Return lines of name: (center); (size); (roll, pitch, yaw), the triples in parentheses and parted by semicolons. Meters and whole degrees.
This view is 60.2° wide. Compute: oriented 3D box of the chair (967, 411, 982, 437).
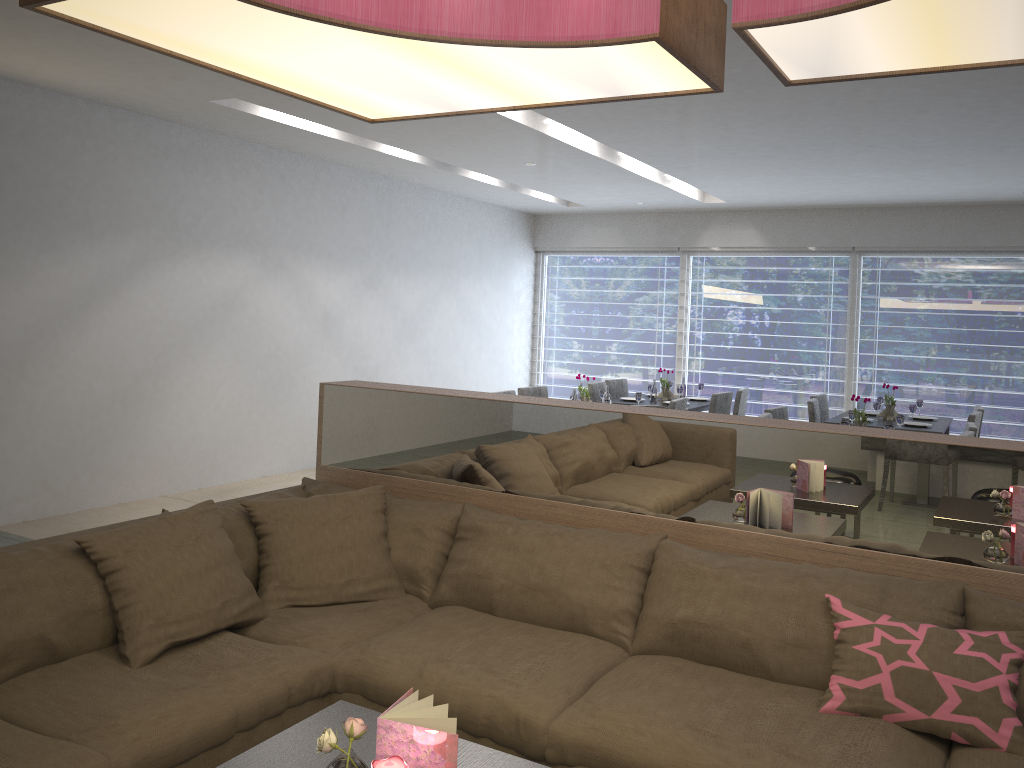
chair: (3.050, 0.565, 6.322); (0.493, 0.762, 0.476); (3, 1, 34)

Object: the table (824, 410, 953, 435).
table: (2.877, 0.589, 6.729); (0.779, 0.634, 1.189); (4, 4, 29)

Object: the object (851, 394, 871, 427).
object: (2.134, 0.202, 5.423); (0.104, 0.276, 0.154); (3, 1, 27)

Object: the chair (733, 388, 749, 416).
chair: (1.764, 0.407, 7.676); (0.493, 0.762, 0.477); (3, 1, 24)

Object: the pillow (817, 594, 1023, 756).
pillow: (0.963, 0.676, 2.066); (0.464, 0.252, 0.180); (4, 2, 25)

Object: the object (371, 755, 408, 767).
object: (-0.208, 0.703, 1.489); (0.075, 0.128, 0.075); (2, 1, 2)

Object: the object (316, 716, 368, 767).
object: (-0.308, 0.688, 1.635); (0.101, 0.129, 0.095); (3, 2, 13)

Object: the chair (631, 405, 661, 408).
chair: (0.681, 0.498, 5.899); (0.476, 0.762, 0.493); (2, 1, -31)

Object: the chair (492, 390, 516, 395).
chair: (0.120, 0.448, 6.247); (0.493, 0.762, 0.477); (3, 1, 24)

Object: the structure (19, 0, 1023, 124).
structure: (0.019, -0.992, 1.163); (2.446, 0.618, 2.448); (5, 5, 29)

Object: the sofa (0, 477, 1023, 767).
sofa: (0.052, 0.879, 1.168); (3.773, 0.675, 3.181); (5, 5, 29)

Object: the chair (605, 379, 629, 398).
chair: (1.130, 0.354, 8.025); (0.493, 0.762, 0.476); (3, 1, 34)

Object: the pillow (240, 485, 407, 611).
pillow: (-0.595, 0.524, 2.814); (0.502, 0.356, 0.298); (1, 2, -28)

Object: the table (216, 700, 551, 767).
table: (-0.275, 0.965, 1.568); (0.659, 0.411, 0.658); (4, 4, 29)

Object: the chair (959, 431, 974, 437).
chair: (2.303, 0.635, 5.001); (0.493, 0.762, 0.476); (3, 1, 34)

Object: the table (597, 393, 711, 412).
table: (1.316, 0.456, 7.613); (0.779, 0.634, 1.189); (4, 4, 29)

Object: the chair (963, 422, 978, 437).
chair: (2.578, 0.610, 5.471); (0.493, 0.762, 0.477); (3, 1, 24)

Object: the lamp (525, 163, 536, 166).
lamp: (0.148, -1.722, 6.928); (0.089, 0.007, 0.089); (1, 5, -16)

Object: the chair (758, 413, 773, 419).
chair: (1.736, 0.586, 5.333); (0.493, 0.762, 0.477); (3, 1, 24)

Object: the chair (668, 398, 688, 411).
chair: (0.970, 0.473, 6.394); (0.493, 0.762, 0.477); (3, 1, 24)

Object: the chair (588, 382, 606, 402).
chair: (0.921, 0.383, 7.538); (0.493, 0.762, 0.477); (3, 1, 24)

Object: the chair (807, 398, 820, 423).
chair: (2.483, 0.516, 6.655); (0.493, 0.762, 0.477); (3, 1, 24)

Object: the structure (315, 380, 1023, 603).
structure: (0.913, 0.632, 2.658); (3.780, 1.007, 0.223); (5, 1, 29)

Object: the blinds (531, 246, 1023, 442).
blinds: (3.316, -0.338, 8.685); (7.110, 2.042, 0.045); (5, 1, 29)

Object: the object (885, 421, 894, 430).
object: (2.223, 0.291, 5.210); (0.053, 0.139, 0.053); (2, 0, -13)

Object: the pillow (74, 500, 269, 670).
pillow: (-0.929, 0.536, 2.445); (0.312, 0.339, 0.494); (3, 3, 24)

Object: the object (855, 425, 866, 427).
object: (2.158, 0.287, 5.481); (0.203, 0.100, 0.070); (2, 1, -1)

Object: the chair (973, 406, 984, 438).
chair: (3.325, 0.540, 6.793); (0.493, 0.762, 0.477); (3, 1, 24)

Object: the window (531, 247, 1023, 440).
window: (3.376, -0.316, 8.771); (7.115, 2.072, 0.158); (5, 1, 29)

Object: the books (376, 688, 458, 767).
books: (-0.174, 0.684, 1.596); (0.143, 0.164, 0.258); (2, 3, -7)

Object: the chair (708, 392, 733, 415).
chair: (1.488, 0.432, 7.206); (0.493, 0.762, 0.476); (3, 1, 34)

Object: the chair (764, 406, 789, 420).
chair: (1.945, 0.557, 5.820); (0.493, 0.762, 0.476); (3, 1, 34)

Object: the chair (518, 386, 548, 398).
chair: (0.329, 0.420, 6.735); (0.493, 0.762, 0.476); (3, 1, 34)

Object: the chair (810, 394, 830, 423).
chair: (2.691, 0.487, 7.142); (0.493, 0.762, 0.476); (3, 1, 34)
